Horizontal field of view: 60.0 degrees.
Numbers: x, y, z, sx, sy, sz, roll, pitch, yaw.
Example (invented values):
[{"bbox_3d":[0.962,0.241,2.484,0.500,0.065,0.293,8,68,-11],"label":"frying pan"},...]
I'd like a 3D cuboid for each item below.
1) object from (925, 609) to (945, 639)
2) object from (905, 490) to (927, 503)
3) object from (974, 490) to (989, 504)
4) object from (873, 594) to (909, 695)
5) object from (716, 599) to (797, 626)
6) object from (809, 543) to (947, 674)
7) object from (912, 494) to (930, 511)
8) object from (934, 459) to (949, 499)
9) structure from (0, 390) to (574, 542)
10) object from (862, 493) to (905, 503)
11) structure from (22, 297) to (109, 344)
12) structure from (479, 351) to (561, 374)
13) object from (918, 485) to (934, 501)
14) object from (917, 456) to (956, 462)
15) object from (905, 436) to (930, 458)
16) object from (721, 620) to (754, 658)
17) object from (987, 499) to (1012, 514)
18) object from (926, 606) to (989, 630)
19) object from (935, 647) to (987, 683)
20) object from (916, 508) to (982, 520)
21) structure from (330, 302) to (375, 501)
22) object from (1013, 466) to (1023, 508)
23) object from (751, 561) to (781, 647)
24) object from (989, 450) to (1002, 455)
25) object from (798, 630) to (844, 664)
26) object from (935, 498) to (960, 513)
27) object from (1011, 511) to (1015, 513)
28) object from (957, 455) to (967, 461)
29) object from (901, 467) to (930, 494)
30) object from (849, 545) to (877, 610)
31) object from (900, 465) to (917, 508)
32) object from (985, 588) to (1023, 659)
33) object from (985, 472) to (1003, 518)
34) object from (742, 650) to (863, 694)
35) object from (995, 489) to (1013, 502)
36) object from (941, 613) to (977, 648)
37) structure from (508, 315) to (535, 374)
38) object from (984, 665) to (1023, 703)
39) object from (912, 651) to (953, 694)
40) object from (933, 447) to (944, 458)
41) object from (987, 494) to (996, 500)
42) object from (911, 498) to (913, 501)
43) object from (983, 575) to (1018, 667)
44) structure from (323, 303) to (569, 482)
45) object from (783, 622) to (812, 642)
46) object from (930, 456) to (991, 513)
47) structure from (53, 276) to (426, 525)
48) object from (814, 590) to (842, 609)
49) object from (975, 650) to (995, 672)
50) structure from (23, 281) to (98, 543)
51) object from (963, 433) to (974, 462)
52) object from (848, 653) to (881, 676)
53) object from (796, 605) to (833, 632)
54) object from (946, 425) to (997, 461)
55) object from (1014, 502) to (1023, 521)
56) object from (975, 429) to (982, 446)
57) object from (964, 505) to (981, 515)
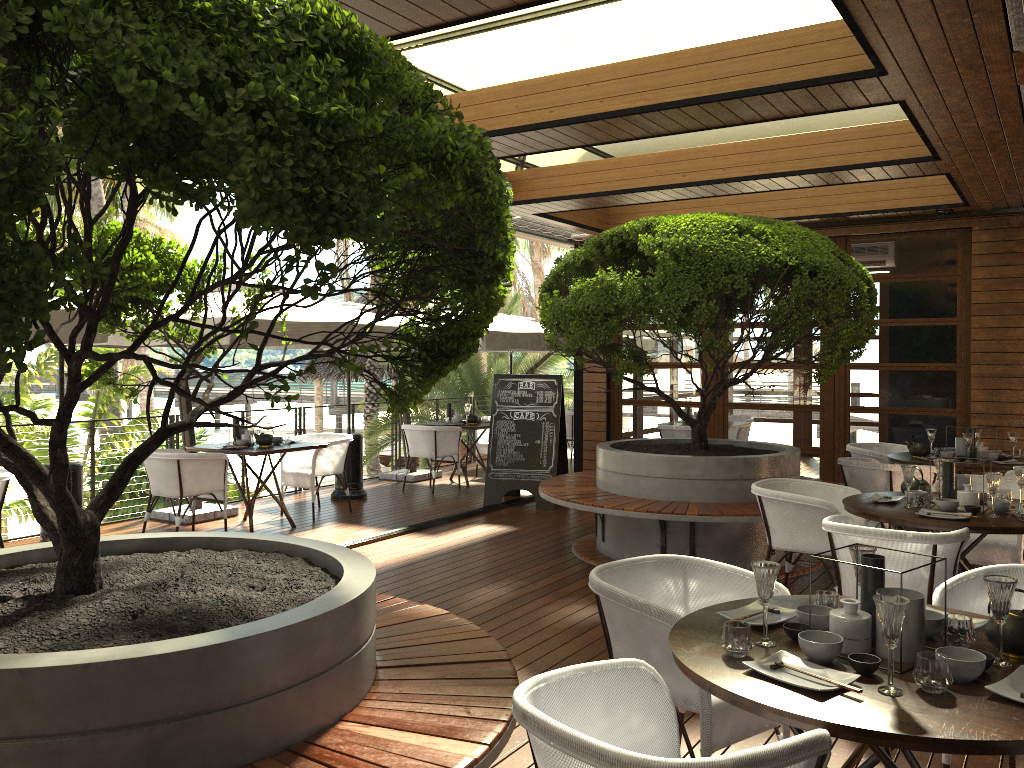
[{"bbox_3d":[1.206,0.707,2.599,0.116,0.065,0.116,-1,2,-37],"label":"object"},{"bbox_3d":[2.282,0.641,5.010,0.116,0.065,0.116,1,2,45],"label":"object"},{"bbox_3d":[2.640,0.641,5.025,0.116,0.065,0.116,-1,2,-33],"label":"object"},{"bbox_3d":[0.921,0.634,2.157,0.082,0.227,0.082,1,1,44],"label":"object"},{"bbox_3d":[0.758,0.721,2.752,0.295,0.025,0.170,-1,2,-41],"label":"object"},{"bbox_3d":[1.016,0.611,2.464,0.263,0.264,0.263,-1,1,-41],"label":"object"},{"bbox_3d":[2.192,0.637,4.754,0.086,0.086,0.086,0,1,-4],"label":"object"},{"bbox_3d":[2.494,0.553,5.155,0.082,0.227,0.082,0,1,25],"label":"object"},{"bbox_3d":[-5.710,0.986,5.184,0.163,1.153,26.272,0,2,32],"label":"structure"},{"bbox_3d":[2.114,0.659,5.063,0.170,0.025,0.295,1,2,41],"label":"object"},{"bbox_3d":[-4.252,0.235,5.420,2.414,2.332,2.414,1,1,32],"label":"structure"},{"bbox_3d":[1.118,0.003,14.010,2.414,2.332,2.414,1,1,32],"label":"structure"},{"bbox_3d":[2.369,0.628,5.084,0.086,0.086,0.086,0,1,1],"label":"object"},{"bbox_3d":[3.398,0.605,7.061,0.170,0.025,0.295,0,2,-18],"label":"object"},{"bbox_3d":[3.390,0.519,7.380,0.163,0.179,0.168,0,1,-20],"label":"object"},{"bbox_3d":[0.616,0.699,2.426,0.086,0.086,0.086,0,1,10],"label":"object"},{"bbox_3d":[2.580,0.650,4.695,0.116,0.065,0.116,1,2,45],"label":"object"},{"bbox_3d":[1.296,0.723,2.751,0.170,0.025,0.295,-1,2,-36],"label":"object"},{"bbox_3d":[1.137,0.716,2.248,0.116,0.065,0.116,0,1,-14],"label":"object"},{"bbox_3d":[2.238,0.674,4.539,0.295,0.025,0.170,1,2,36],"label":"object"},{"bbox_3d":[-1.815,0.178,9.874,0.699,2.192,0.699,0,1,20],"label":"structure"},{"bbox_3d":[2.778,0.563,4.836,0.082,0.227,0.082,1,1,42],"label":"object"},{"bbox_3d":[0.720,0.624,2.519,0.082,0.227,0.082,0,1,-40],"label":"object"},{"bbox_3d":[3.954,0.580,7.269,0.116,0.065,0.116,0,1,3],"label":"object"},{"bbox_3d":[0.829,0.712,2.384,0.116,0.065,0.116,-1,2,-37],"label":"object"},{"bbox_3d":[2.312,0.649,4.709,0.116,0.065,0.116,-1,2,-33],"label":"object"},{"bbox_3d":[2.744,0.672,4.651,0.170,0.025,0.295,1,2,41],"label":"object"},{"bbox_3d":[3.603,0.596,7.100,0.080,0.042,0.080,0,1,11],"label":"object"},{"bbox_3d":[2.380,0.577,5.234,0.168,0.179,0.163,1,1,43],"label":"object"},{"bbox_3d":[1.084,0.618,2.742,0.082,0.227,0.082,1,1,44],"label":"object"},{"bbox_3d":[2.171,0.561,4.857,0.082,0.227,0.082,1,1,42],"label":"object"},{"bbox_3d":[1.400,0.654,2.447,0.163,0.179,0.168,-1,1,-37],"label":"object"},{"bbox_3d":[2.473,0.570,4.555,0.082,0.227,0.082,1,1,37],"label":"object"},{"bbox_3d":[0.748,0.736,2.234,0.170,0.025,0.295,-1,2,-36],"label":"object"},{"bbox_3d":[2.742,0.633,4.939,0.086,0.086,0.086,0,1,-4],"label":"object"},{"bbox_3d":[1.257,0.699,2.497,0.086,0.086,0.086,0,1,10],"label":"object"},{"bbox_3d":[-0.014,0.100,12.756,0.699,2.192,0.699,0,1,20],"label":"structure"},{"bbox_3d":[1.300,0.739,2.164,0.295,0.025,0.170,-1,2,-41],"label":"object"},{"bbox_3d":[1.029,0.708,2.169,0.086,0.086,0.086,0,1,5],"label":"object"},{"bbox_3d":[3.512,0.568,7.290,0.086,0.086,0.086,1,1,32],"label":"object"},{"bbox_3d":[2.683,0.656,5.204,0.295,0.025,0.170,1,2,36],"label":"object"},{"bbox_3d":[2.254,0.655,4.907,0.080,0.042,0.080,0,1,10],"label":"object"},{"bbox_3d":[1.298,0.630,2.358,0.082,0.227,0.082,0,1,-40],"label":"object"},{"bbox_3d":[-0.672,0.080,11.147,2.414,2.332,2.414,1,1,32],"label":"structure"},{"bbox_3d":[0.822,0.719,2.554,0.080,0.042,0.080,-1,2,-42],"label":"object"},{"bbox_3d":[2.457,0.546,4.856,0.263,0.264,0.263,1,1,36],"label":"object"},{"bbox_3d":[-2.462,0.158,8.283,2.414,2.332,2.414,1,1,32],"label":"structure"},{"bbox_3d":[0.978,0.691,2.747,0.086,0.086,0.086,0,1,5],"label":"object"},{"bbox_3d":[1.216,0.726,2.314,0.080,0.042,0.080,0,1,-19],"label":"object"},{"bbox_3d":[-3.580,0.254,7.050,0.699,2.192,0.699,0,1,20],"label":"structure"},{"bbox_3d":[3.603,0.503,7.003,0.082,0.227,0.082,0,1,-17],"label":"object"},{"bbox_3d":[0.908,0.726,2.284,0.080,0.042,0.080,0,1,-7],"label":"object"},{"bbox_3d":[0.906,0.705,2.641,0.116,0.065,0.116,0,1,-14],"label":"object"},{"bbox_3d":[3.752,0.482,7.246,0.263,0.264,0.263,0,1,-23],"label":"object"},{"bbox_3d":[2.589,0.645,4.477,0.086,0.086,0.086,0,1,1],"label":"object"},{"bbox_3d":[3.935,0.489,7.511,0.082,0.227,0.082,0,1,-17],"label":"object"},{"bbox_3d":[2.416,0.663,4.648,0.080,0.042,0.080,0,1,-3],"label":"object"}]
